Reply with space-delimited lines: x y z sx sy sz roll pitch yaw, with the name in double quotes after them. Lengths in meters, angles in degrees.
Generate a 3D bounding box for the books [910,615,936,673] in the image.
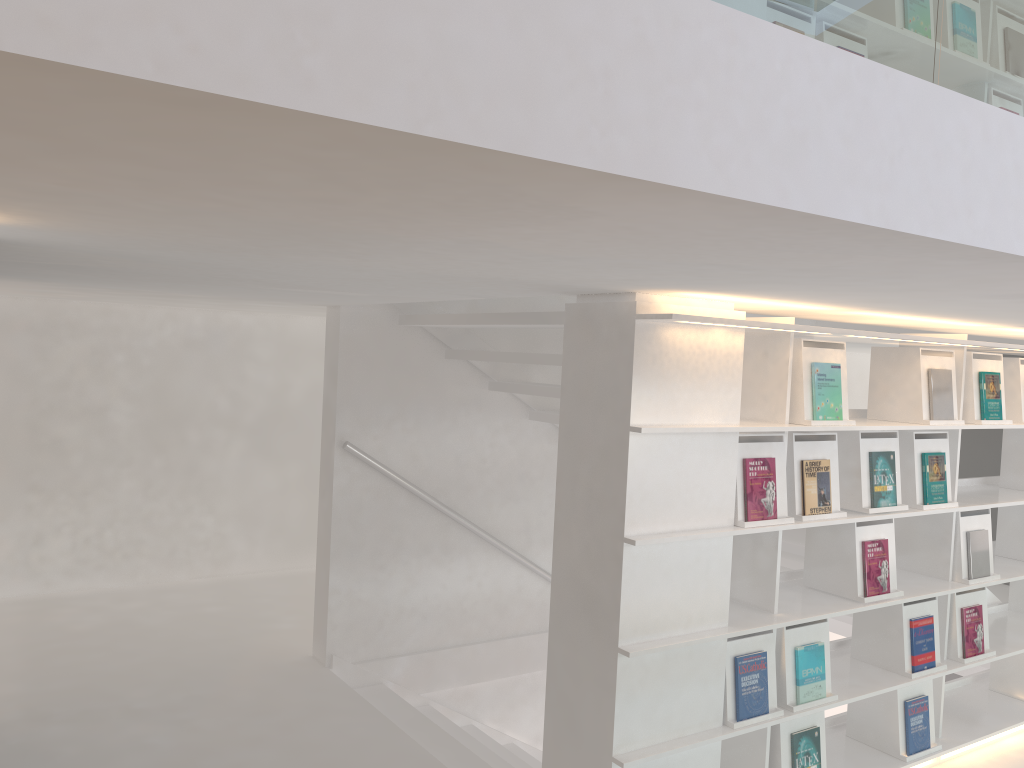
1.631 1.033 3.521 0.145 0.210 0.037 1 2 -34 "books"

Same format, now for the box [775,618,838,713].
0.998 0.974 3.217 0.245 0.296 0.274 1 2 -34 "box"

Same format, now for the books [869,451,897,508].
1.387 0.358 3.314 0.145 0.210 0.037 1 2 -34 "books"

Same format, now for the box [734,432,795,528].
0.782 0.310 3.028 0.245 0.296 0.274 1 2 -34 "box"

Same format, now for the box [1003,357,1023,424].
-0.665 1.689 2.140 7.125 3.764 0.498 1 2 -34 "box"

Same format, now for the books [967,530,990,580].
1.954 0.721 3.714 0.145 0.210 0.037 1 2 -34 "books"

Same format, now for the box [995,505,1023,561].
2.504 0.684 4.209 0.245 0.296 0.274 1 2 -34 "box"

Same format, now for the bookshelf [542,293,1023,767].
1.759 0.678 3.766 3.666 1.836 0.397 1 2 -34 "bookshelf"

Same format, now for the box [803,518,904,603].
1.320 0.647 3.411 0.245 0.296 0.274 1 2 -34 "box"

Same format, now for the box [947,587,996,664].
1.892 0.997 3.819 0.245 0.296 0.274 1 2 -34 "box"

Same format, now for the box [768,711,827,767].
0.988 1.302 3.231 0.245 0.296 0.274 1 2 -34 "box"

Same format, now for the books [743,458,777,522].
0.821 0.350 2.932 0.145 0.210 0.037 1 2 -34 "books"

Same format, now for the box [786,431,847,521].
1.027 0.317 3.208 0.245 0.296 0.274 1 2 -34 "box"

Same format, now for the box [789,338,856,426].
1.050 -0.011 3.187 0.245 0.296 0.274 1 2 -34 "box"

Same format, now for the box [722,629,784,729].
0.753 0.968 3.052 0.245 0.296 0.274 1 2 -34 "box"

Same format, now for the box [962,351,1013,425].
1.948 0.013 3.792 0.245 0.296 0.274 1 2 -34 "box"

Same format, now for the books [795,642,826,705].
1.055 1.027 3.130 0.145 0.210 0.037 1 2 -34 "books"

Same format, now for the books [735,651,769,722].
0.800 1.008 2.958 0.145 0.210 0.037 1 2 -34 "books"

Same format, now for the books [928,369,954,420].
1.690 0.047 3.492 0.145 0.210 0.037 1 2 -34 "books"

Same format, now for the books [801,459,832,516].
1.069 0.372 3.111 0.145 0.210 0.037 1 2 -34 "books"

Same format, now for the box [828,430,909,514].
1.331 0.318 3.397 0.245 0.296 0.274 1 2 -34 "box"

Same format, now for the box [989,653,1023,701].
2.493 1.341 4.245 0.245 0.296 0.274 1 2 -34 "box"

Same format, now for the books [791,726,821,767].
1.045 1.337 3.149 0.145 0.210 0.037 1 2 -34 "books"

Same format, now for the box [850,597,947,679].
1.581 0.989 3.610 0.245 0.296 0.274 1 2 -34 "box"

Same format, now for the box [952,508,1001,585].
1.904 0.669 3.805 0.245 0.296 0.274 1 2 -34 "box"

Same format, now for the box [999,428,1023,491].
2.519 0.357 4.197 0.245 0.296 0.274 1 2 -34 "box"

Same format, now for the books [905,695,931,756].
1.613 1.357 3.526 0.145 0.210 0.037 1 2 -34 "books"

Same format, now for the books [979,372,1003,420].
1.998 0.055 3.699 0.145 0.210 0.037 1 2 -34 "books"

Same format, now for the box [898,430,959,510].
1.617 0.333 3.591 0.245 0.296 0.274 1 2 -34 "box"

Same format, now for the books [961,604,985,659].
1.936 1.041 3.726 0.145 0.210 0.037 1 2 -34 "books"

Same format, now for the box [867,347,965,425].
1.639 0.005 3.584 0.245 0.296 0.274 1 2 -34 "box"

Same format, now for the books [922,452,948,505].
1.668 0.376 3.499 0.145 0.210 0.037 1 2 -34 "books"

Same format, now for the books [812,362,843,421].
1.100 0.032 3.095 0.145 0.210 0.037 1 2 -34 "books"

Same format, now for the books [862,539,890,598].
1.363 0.691 3.318 0.145 0.210 0.037 1 2 -34 "books"

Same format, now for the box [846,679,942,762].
1.566 1.317 3.621 0.245 0.296 0.274 1 2 -34 "box"
